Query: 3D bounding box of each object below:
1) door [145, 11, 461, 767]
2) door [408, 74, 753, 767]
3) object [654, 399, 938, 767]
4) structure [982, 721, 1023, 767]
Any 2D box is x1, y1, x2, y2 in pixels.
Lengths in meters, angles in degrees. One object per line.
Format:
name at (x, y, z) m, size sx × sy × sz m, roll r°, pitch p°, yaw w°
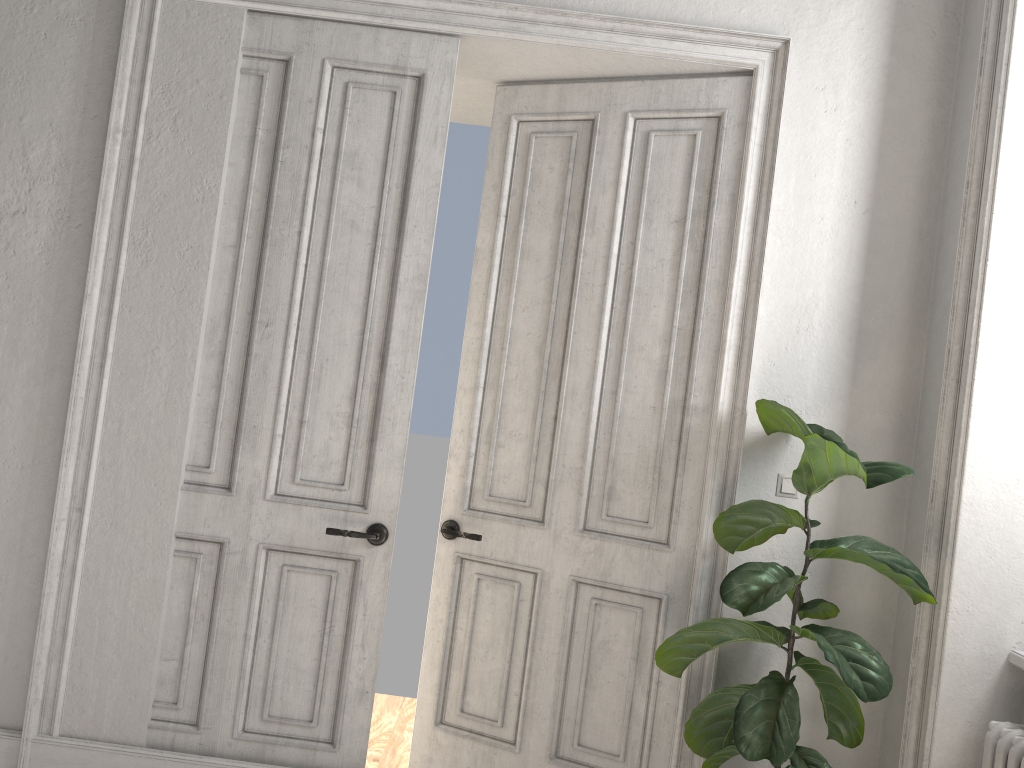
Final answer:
door at (-0.909, 0.060, 3.235) m, size 1.097 × 2.813 × 0.216 m, roll 7°, pitch -2°, yaw 2°
door at (0.246, 0.213, 3.382) m, size 1.096 × 2.813 × 0.216 m, roll 6°, pitch -2°, yaw 26°
object at (0.614, 0.634, 0.228) m, size 0.792 × 1.842 × 5.829 m, roll 7°, pitch -2°, yaw 6°
structure at (1.585, -0.571, 0.123) m, size 0.340 × 4.473 × 5.183 m, roll 7°, pitch -2°, yaw 1°
